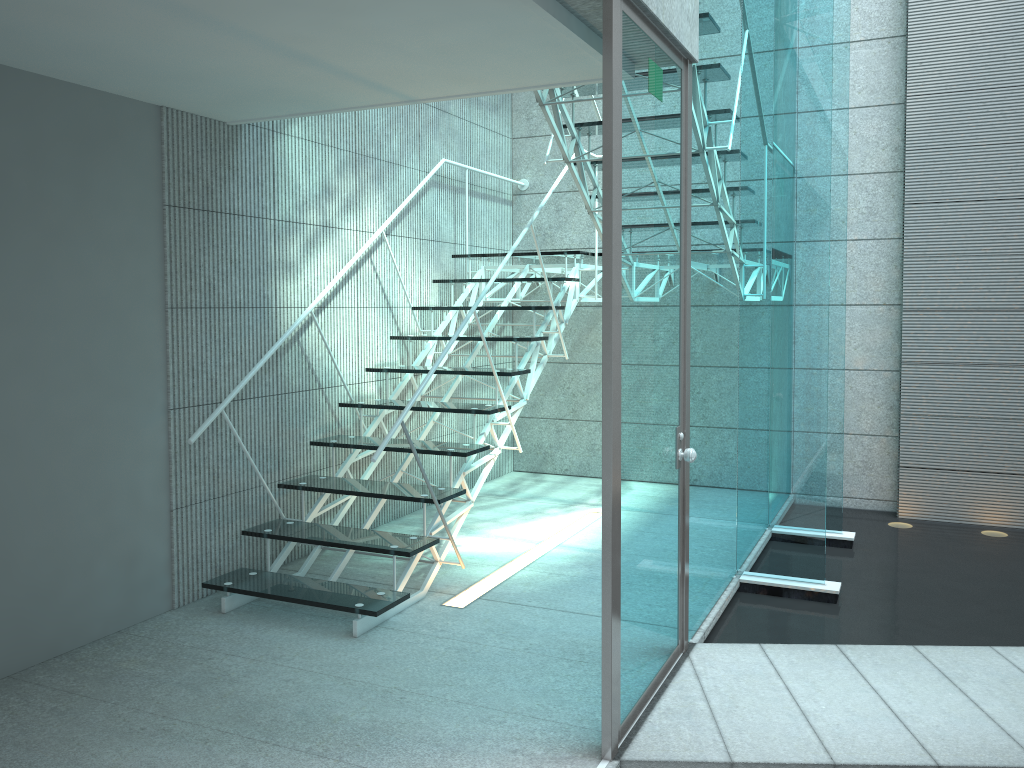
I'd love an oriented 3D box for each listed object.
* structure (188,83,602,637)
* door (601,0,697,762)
[{"bbox_3d":[0.230,-2.186,4.479,1.910,5.996,3.301,1,4,25],"label":"structure"},{"bbox_3d":[0.450,-0.057,2.694,0.076,2.061,0.867,1,4,25],"label":"door"}]
